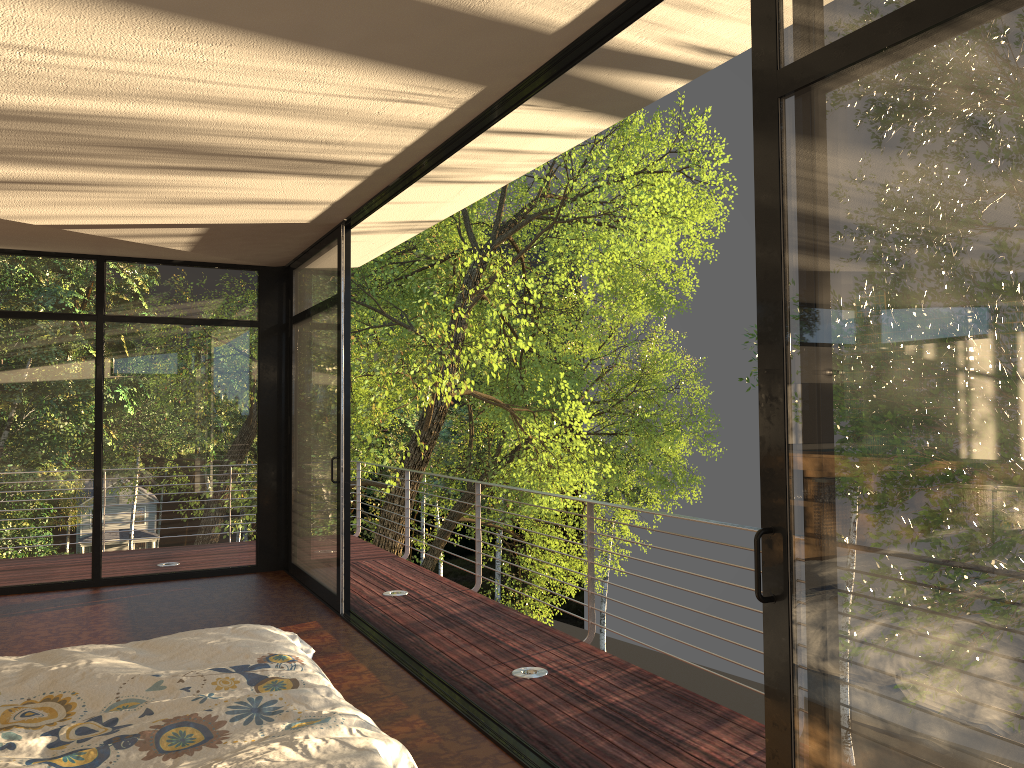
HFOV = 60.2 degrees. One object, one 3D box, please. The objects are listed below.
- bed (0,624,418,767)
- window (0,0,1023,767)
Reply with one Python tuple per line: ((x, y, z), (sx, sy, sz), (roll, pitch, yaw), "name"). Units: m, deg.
((-1.295, 0.985, 1.848), (2.215, 0.712, 1.776), (0, -2, -27), "bed")
((-2.782, 0.079, 1.282), (7.038, 2.515, 10.017), (0, -2, -27), "window")
